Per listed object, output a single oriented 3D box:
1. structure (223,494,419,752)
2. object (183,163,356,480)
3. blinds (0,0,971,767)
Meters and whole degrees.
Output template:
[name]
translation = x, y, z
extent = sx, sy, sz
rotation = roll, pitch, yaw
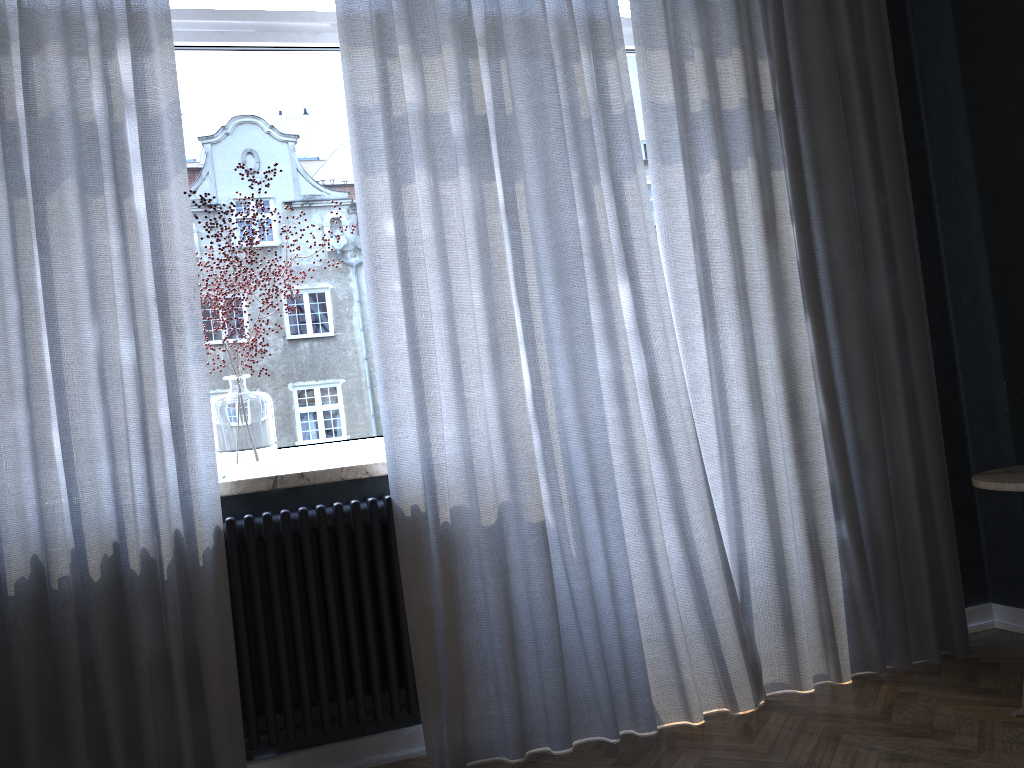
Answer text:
[structure]
translation = -1.052, 0.685, 2.272
extent = 1.845, 0.600, 0.216
rotation = -6, -2, -17
[object]
translation = -0.732, -0.148, 2.454
extent = 0.514, 0.809, 0.600
rotation = -5, -3, -42
[blinds]
translation = -0.489, -0.336, 2.445
extent = 3.990, 2.787, 0.313
rotation = -6, -2, -17
